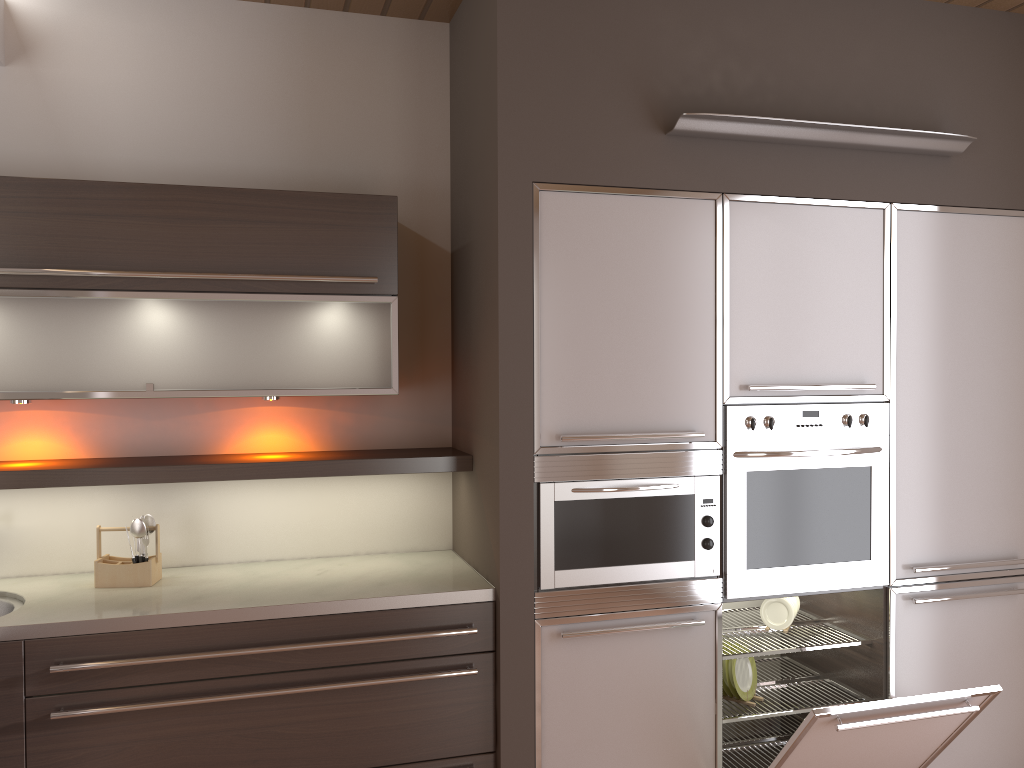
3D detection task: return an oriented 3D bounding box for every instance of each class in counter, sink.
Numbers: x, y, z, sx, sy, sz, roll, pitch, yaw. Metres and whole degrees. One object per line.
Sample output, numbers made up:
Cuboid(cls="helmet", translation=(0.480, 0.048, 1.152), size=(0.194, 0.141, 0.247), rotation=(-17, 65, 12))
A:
Cuboid(cls="counter", translation=(-0.785, 0.613, 1.754), size=(1.850, 0.036, 2.150), rotation=(-1, 1, -17))
Cuboid(cls="sink", translation=(-1.539, 0.608, 2.291), size=(0.494, 0.347, 0.450), rotation=(0, 1, -11))

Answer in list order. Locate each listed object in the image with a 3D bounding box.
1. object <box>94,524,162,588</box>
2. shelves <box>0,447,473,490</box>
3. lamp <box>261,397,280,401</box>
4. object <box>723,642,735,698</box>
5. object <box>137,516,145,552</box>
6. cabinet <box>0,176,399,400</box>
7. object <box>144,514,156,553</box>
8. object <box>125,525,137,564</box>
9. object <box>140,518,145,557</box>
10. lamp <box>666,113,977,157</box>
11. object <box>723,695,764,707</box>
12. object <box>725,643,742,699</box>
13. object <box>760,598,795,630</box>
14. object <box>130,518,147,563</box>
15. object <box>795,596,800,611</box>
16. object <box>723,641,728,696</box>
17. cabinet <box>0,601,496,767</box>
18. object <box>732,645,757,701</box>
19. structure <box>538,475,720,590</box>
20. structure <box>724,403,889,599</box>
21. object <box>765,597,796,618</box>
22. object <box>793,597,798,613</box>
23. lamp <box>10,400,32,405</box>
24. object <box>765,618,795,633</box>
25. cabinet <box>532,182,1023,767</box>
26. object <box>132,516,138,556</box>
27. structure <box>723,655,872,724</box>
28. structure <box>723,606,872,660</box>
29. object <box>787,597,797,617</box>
Cuboid(cls="object", translation=(-1.119, 0.496, 2.589), size=(0.173, 0.170, 0.100), rotation=(0, 1, -5))
Cuboid(cls="shelves", translation=(-1.052, 0.253, 2.640), size=(1.850, 0.050, 0.313), rotation=(-1, 1, -17))
Cuboid(cls="lamp", translation=(-0.742, 0.043, 2.731), size=(0.056, 0.018, 0.056), rotation=(-1, 2, -45))
Cuboid(cls="object", translation=(0.731, 0.954, 2.964), size=(0.042, 0.173, 0.177), rotation=(1, 1, 39))
Cuboid(cls="object", translation=(-1.081, 0.482, 2.580), size=(0.017, 0.196, 0.020), rotation=(0, 1, 6))
Cuboid(cls="cabinet", translation=(-0.869, -0.464, 1.811), size=(1.399, 1.032, 2.058), rotation=(-1, 1, -13))
Cuboid(cls="object", translation=(-1.071, 0.478, 2.593), size=(0.040, 0.192, 0.042), rotation=(0, 1, 32))
Cuboid(cls="object", translation=(-1.092, 0.491, 2.553), size=(0.044, 0.178, 0.019), rotation=(-1, 1, -42))
Cuboid(cls="object", translation=(-1.068, 0.482, 2.562), size=(0.018, 0.196, 0.023), rotation=(-1, 1, -15))
Cuboid(cls="lamp", translation=(0.957, -0.748, 2.670), size=(1.020, 0.033, 0.139), rotation=(-1, 1, -17))
Cuboid(cls="object", translation=(0.736, 1.041, 2.964), size=(0.190, 0.009, 0.073), rotation=(1, 1, 40))
Cuboid(cls="object", translation=(0.750, 0.954, 2.948), size=(0.042, 0.173, 0.177), rotation=(1, 1, 39))
Cuboid(cls="object", translation=(0.910, 0.785, 3.042), size=(0.115, 0.112, 0.032), rotation=(0, 1, 24))
Cuboid(cls="object", translation=(-1.065, 0.479, 2.544), size=(0.040, 0.192, 0.042), rotation=(0, 1, 30))
Cuboid(cls="object", translation=(0.971, 0.783, 3.172), size=(0.115, 0.112, 0.032), rotation=(0, 1, 24))
Cuboid(cls="object", translation=(0.713, 0.953, 2.979), size=(0.042, 0.173, 0.177), rotation=(1, 1, 39))
Cuboid(cls="cabinet", translation=(-0.783, 1.066, 1.762), size=(1.850, 0.870, 2.150), rotation=(-1, 1, -17))
Cuboid(cls="object", translation=(0.769, 0.954, 2.932), size=(0.042, 0.173, 0.177), rotation=(1, 1, 39))
Cuboid(cls="structure", translation=(0.354, 0.429, 2.581), size=(0.569, 0.301, 0.049), rotation=(-1, 1, -17))
Cuboid(cls="structure", translation=(0.929, 0.355, 2.735), size=(0.582, 0.583, 0.066), rotation=(-1, 1, -17))
Cuboid(cls="object", translation=(0.920, 0.785, 3.064), size=(0.115, 0.112, 0.032), rotation=(0, 1, 24))
Cuboid(cls="object", translation=(0.950, 0.783, 3.129), size=(0.115, 0.112, 0.032), rotation=(0, 1, 24))
Cuboid(cls="lamp", translation=(-1.404, 0.050, 2.535), size=(0.056, 0.018, 0.056), rotation=(-1, 2, -45))
Cuboid(cls="object", translation=(0.941, 0.839, 3.109), size=(0.073, 0.009, 0.190), rotation=(0, 1, 25))
Cuboid(cls="cabinet", translation=(0.902, 0.399, 2.826), size=(1.796, 1.948, 1.047), rotation=(-1, 1, -17))
Cuboid(cls="object", translation=(-1.089, 0.482, 2.572), size=(0.022, 0.196, 0.018), rotation=(-1, 1, -15))
Cuboid(cls="structure", translation=(0.838, 1.046, 3.066), size=(0.583, 0.012, 0.479), rotation=(-1, 1, -17))
Cuboid(cls="structure", translation=(0.837, 0.847, 3.063), size=(0.583, 0.012, 0.479), rotation=(-1, 1, -17))
Cuboid(cls="object", translation=(0.940, 0.784, 3.107), size=(0.115, 0.112, 0.032), rotation=(0, 1, 24))
